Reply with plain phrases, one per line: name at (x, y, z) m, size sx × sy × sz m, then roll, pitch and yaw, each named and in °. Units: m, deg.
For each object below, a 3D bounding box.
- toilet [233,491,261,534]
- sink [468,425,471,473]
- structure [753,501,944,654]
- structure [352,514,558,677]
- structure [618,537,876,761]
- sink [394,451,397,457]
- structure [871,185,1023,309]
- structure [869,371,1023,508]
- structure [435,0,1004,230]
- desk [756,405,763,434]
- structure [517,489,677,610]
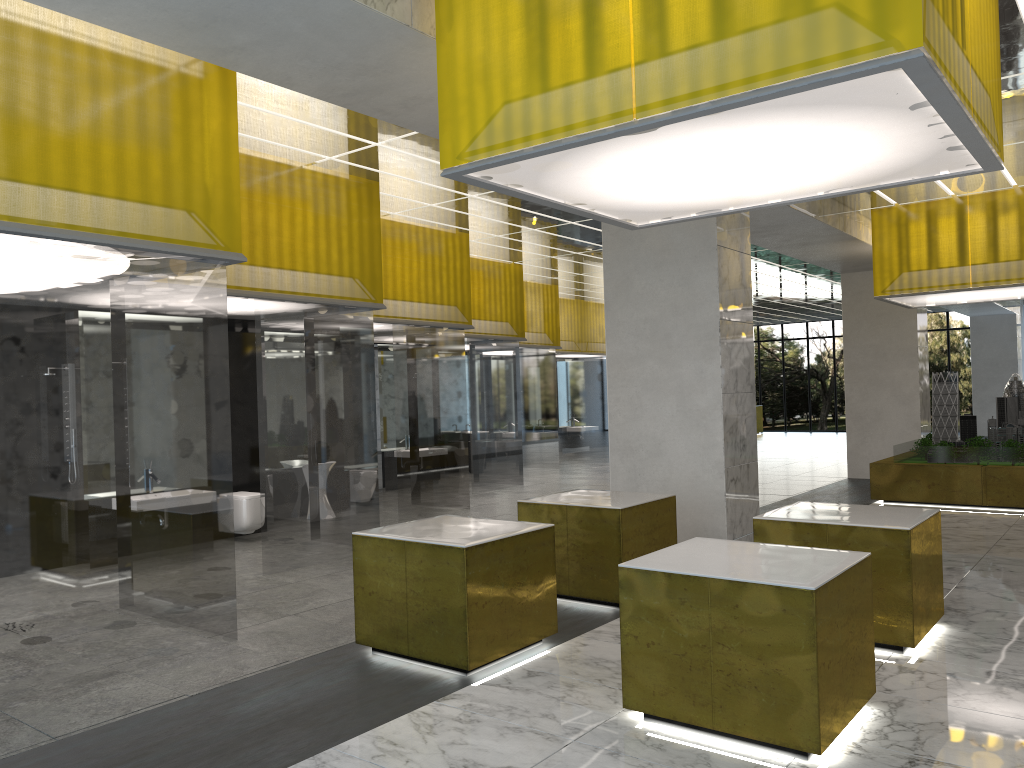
toilet at (-4.729, 2.271, 14.996) m, size 0.886 × 0.687 × 0.476 m, roll -2°, pitch -1°, yaw 38°
sink at (-1.156, 2.036, 26.944) m, size 0.844 × 1.514 × 0.949 m, roll -2°, pitch 0°, yaw -12°
structure at (3.357, 1.870, 8.485) m, size 1.450 × 1.173 × 1.356 m, roll -2°, pitch -1°, yaw 38°
structure at (-0.537, 1.974, 8.212) m, size 1.450 × 1.173 × 1.356 m, roll -2°, pitch -1°, yaw 38°
structure at (1.767, 1.887, 6.362) m, size 1.450 × 1.173 × 1.356 m, roll -2°, pitch -1°, yaw 38°
sink at (-2.475, 1.734, 22.554) m, size 0.929 × 1.053 × 1.302 m, roll -2°, pitch -1°, yaw 37°
structure at (9.401, -2.882, 17.067) m, size 3.456 × 2.269 × 3.047 m, roll -2°, pitch -1°, yaw 38°
structure at (10.287, 0.992, 17.971) m, size 4.112 × 2.571 × 4.833 m, roll -2°, pitch -1°, yaw 38°
structure at (1.671, -2.801, 6.746) m, size 3.455 × 2.269 × 3.047 m, roll -2°, pitch -1°, yaw 38°
desk at (10.988, 1.952, 45.023) m, size 3.416 × 1.508 × 3.271 m, roll -2°, pitch -1°, yaw 38°
structure at (1.050, 1.958, 10.331) m, size 1.450 × 1.173 × 1.356 m, roll -2°, pitch -1°, yaw 38°
